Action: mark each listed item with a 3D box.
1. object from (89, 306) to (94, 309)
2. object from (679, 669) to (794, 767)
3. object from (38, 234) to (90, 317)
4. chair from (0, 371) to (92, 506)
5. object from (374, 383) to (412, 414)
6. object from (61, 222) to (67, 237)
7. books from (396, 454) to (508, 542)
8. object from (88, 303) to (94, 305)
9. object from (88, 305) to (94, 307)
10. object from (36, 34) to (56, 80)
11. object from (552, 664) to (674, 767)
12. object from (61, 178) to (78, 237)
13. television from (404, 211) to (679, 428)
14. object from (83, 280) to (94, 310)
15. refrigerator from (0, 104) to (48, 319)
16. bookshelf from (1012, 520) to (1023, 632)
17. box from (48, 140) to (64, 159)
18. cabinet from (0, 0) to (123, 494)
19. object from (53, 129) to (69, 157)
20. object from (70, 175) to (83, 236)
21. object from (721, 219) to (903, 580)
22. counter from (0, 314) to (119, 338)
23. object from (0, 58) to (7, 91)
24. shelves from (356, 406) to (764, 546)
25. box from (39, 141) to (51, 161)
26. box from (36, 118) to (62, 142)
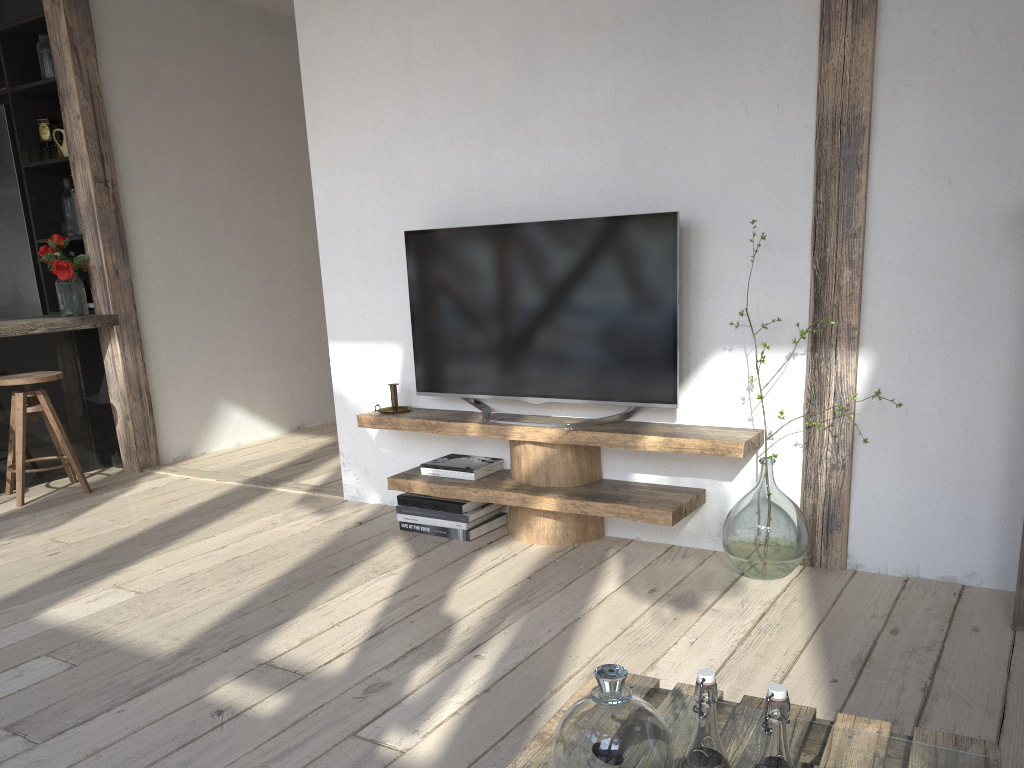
[{"bbox_3d":[-2.218,-0.423,4.855,0.214,0.025,0.209,-4,9,-9],"label":"object"},{"bbox_3d":[0.269,0.472,1.042,0.153,0.275,0.069,5,16,31],"label":"object"},{"bbox_3d":[-2.296,-0.561,4.534,0.249,0.427,0.305,-9,14,-24],"label":"object"},{"bbox_3d":[-2.339,0.255,4.337,0.336,0.612,0.336,-13,17,-36],"label":"chair"},{"bbox_3d":[-0.482,0.057,3.601,0.139,0.116,0.136,0,11,15],"label":"object"},{"bbox_3d":[-2.429,-0.919,4.866,0.131,0.226,0.130,10,18,43],"label":"object"},{"bbox_3d":[-0.239,0.443,3.509,0.358,0.272,0.284,4,13,32],"label":"books"},{"bbox_3d":[-2.218,-0.439,4.851,0.214,0.025,0.209,-4,8,-4],"label":"object"},{"bbox_3d":[-2.218,-0.431,4.853,0.214,0.025,0.209,-3,8,0],"label":"object"},{"bbox_3d":[-2.319,-1.640,4.438,0.124,0.212,0.122,7,16,36],"label":"object"},{"bbox_3d":[0.129,0.477,1.131,0.156,0.254,0.151,-3,13,1],"label":"object"},{"bbox_3d":[-2.367,-0.943,4.723,0.085,0.311,0.083,4,16,24],"label":"object"},{"bbox_3d":[0.081,-0.215,3.166,1.097,0.726,0.202,4,15,31],"label":"television"},{"bbox_3d":[-2.420,-0.495,4.912,0.134,0.169,0.131,2,13,22],"label":"object"},{"bbox_3d":[-2.838,-0.581,5.403,0.938,1.977,0.832,6,16,32],"label":"refrigerator"},{"bbox_3d":[2.047,0.092,1.931,1.616,1.208,0.340,4,16,31],"label":"bookshelf"},{"bbox_3d":[-2.418,-1.242,4.710,0.082,0.117,0.081,9,17,41],"label":"box"},{"bbox_3d":[-3.982,-0.559,3.725,2.081,2.577,4.127,5,13,32],"label":"cabinet"},{"bbox_3d":[-2.313,-1.268,4.649,0.149,0.175,0.132,1,13,18],"label":"object"},{"bbox_3d":[-2.255,-0.959,4.628,0.108,0.360,0.106,-10,16,-26],"label":"object"},{"bbox_3d":[0.910,0.066,2.689,0.515,1.152,0.267,2,15,18],"label":"object"},{"bbox_3d":[-3.991,0.297,3.740,2.231,0.876,3.734,3,10,32],"label":"counter"},{"bbox_3d":[-2.666,-1.636,4.646,0.096,0.177,0.093,-1,13,6],"label":"object"},{"bbox_3d":[0.094,0.368,3.276,1.595,0.463,0.323,3,14,32],"label":"shelves"},{"bbox_3d":[-2.490,-1.246,4.759,0.082,0.117,0.081,5,15,32],"label":"box"},{"bbox_3d":[-2.473,-1.354,4.701,0.083,0.117,0.080,0,13,12],"label":"box"}]
